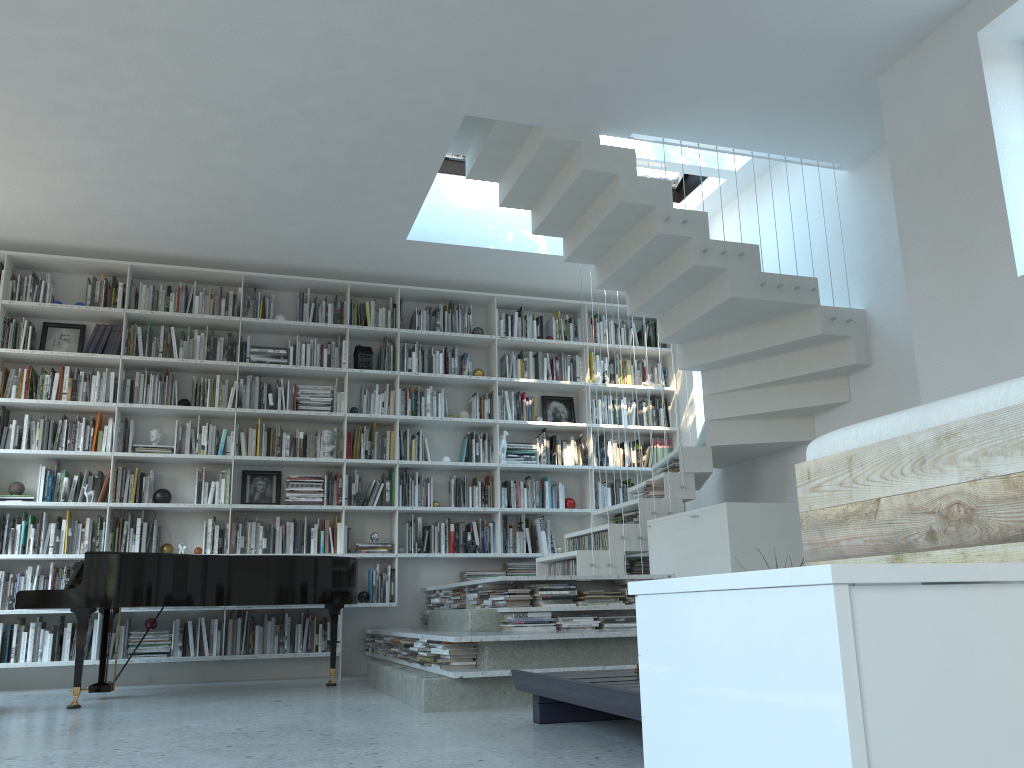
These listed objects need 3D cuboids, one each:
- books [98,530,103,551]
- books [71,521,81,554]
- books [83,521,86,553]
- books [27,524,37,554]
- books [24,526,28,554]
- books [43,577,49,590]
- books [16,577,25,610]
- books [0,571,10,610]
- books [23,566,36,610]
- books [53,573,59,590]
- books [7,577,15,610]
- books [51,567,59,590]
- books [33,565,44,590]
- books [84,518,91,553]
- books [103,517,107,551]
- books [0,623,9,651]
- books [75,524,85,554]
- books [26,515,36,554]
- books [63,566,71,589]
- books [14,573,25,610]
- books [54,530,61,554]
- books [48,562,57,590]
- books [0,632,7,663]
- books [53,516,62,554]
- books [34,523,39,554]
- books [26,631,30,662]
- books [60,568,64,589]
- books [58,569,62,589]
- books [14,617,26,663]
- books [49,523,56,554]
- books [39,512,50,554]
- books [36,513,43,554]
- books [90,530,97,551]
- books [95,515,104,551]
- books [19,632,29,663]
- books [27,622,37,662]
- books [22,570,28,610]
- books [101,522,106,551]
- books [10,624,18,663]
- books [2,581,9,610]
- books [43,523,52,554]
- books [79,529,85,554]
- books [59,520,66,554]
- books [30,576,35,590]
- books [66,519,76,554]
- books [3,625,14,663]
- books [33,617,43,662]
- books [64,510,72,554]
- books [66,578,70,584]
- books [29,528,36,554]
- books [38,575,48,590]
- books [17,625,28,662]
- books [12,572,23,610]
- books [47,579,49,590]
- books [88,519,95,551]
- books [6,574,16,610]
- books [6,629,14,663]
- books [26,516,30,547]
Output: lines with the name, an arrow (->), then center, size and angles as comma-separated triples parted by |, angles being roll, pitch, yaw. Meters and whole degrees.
books -> -3.008, 1.170, 6.505 | 0.023, 0.186, 0.130 | 3, -15, -17
books -> -3.166, 1.124, 6.436 | 0.028, 0.248, 0.159 | 3, -15, -17
books -> -3.105, 1.132, 6.468 | 0.010, 0.245, 0.160 | 3, -15, -17
books -> -3.433, 1.123, 6.347 | 0.015, 0.218, 0.190 | 3, -15, -17
books -> -3.471, 1.131, 6.361 | 0.016, 0.210, 0.146 | 3, -15, -17
books -> -3.315, 1.492, 6.313 | 0.028, 0.224, 0.134 | 3, -15, -17
books -> -3.454, 1.479, 6.259 | 0.028, 0.228, 0.158 | 3, -15, -17
books -> -3.574, 1.454, 6.224 | 0.029, 0.265, 0.172 | 3, -15, -17
books -> -3.420, 1.450, 6.290 | 0.027, 0.298, 0.142 | 3, -15, -17
books -> -3.253, 1.483, 6.341 | 0.029, 0.254, 0.153 | 3, -15, -17
books -> -3.499, 1.477, 6.234 | 0.028, 0.222, 0.189 | 3, -15, -17
books -> -3.268, 1.457, 6.323 | 0.012, 0.294, 0.177 | 3, -15, -17
books -> -3.372, 1.445, 6.288 | 0.039, 0.306, 0.172 | 3, -15, -17
books -> -3.085, 1.119, 6.459 | 0.021, 0.265, 0.186 | 3, -15, -17
books -> -2.975, 1.126, 6.522 | 0.024, 0.279, 0.136 | 3, -15, -17
books -> -3.538, 1.794, 6.147 | 0.023, 0.265, 0.177 | 3, -15, -17
books -> -3.144, 1.139, 6.455 | 0.025, 0.228, 0.153 | 3, -15, -17
books -> -3.442, 1.088, 6.346 | 0.007, 0.285, 0.182 | 3, -15, -17
books -> -3.196, 1.460, 6.349 | 0.013, 0.300, 0.173 | 3, -15, -17
books -> -3.468, 1.464, 6.244 | 0.010, 0.252, 0.178 | 3, -15, -17
books -> -3.260, 1.150, 6.394 | 0.029, 0.181, 0.190 | 3, -15, -17
books -> -3.278, 1.440, 6.315 | 0.014, 0.324, 0.171 | 3, -15, -17
books -> -3.521, 1.828, 6.161 | 0.022, 0.205, 0.159 | 3, -15, -17
books -> -3.284, 1.103, 6.408 | 0.014, 0.281, 0.150 | 3, -15, -17
books -> -3.411, 1.126, 6.386 | 0.016, 0.230, 0.136 | 3, -15, -17
books -> -3.376, 1.837, 6.217 | 0.014, 0.210, 0.146 | 3, -15, -17
books -> -3.214, 1.465, 6.348 | 0.022, 0.290, 0.138 | 3, -15, -17
books -> -3.234, 1.470, 6.353 | 0.013, 0.283, 0.139 | 3, -15, -17
books -> -3.432, 1.783, 6.184 | 0.013, 0.299, 0.184 | 3, -15, -17
books -> -3.304, 1.127, 6.397 | 0.027, 0.229, 0.159 | 3, -15, -17
books -> -3.365, 1.086, 6.386 | 0.012, 0.305, 0.190 | 3, -15, -17
books -> -3.377, 1.085, 6.370 | 0.019, 0.299, 0.180 | 3, -15, -17
books -> -3.048, 1.167, 6.479 | 0.041, 0.181, 0.142 | 3, -15, -17
books -> -3.017, 1.113, 6.481 | 0.014, 0.285, 0.180 | 3, -15, -17
books -> -3.388, 1.833, 6.182 | 0.030, 0.201, 0.168 | 3, -15, -17
books -> -3.348, 1.805, 6.206 | 0.031, 0.265, 0.187 | 3, -15, -17
books -> -3.441, 1.464, 6.288 | 0.013, 0.273, 0.146 | 3, -15, -17
books -> -2.985, 1.139, 6.492 | 0.010, 0.239, 0.175 | 3, -15, -17
books -> -3.455, 1.807, 6.187 | 0.027, 0.256, 0.160 | 3, -15, -17
books -> -3.553, 1.493, 6.244 | 0.025, 0.199, 0.137 | 3, -15, -17
books -> -3.343, 1.129, 6.402 | 0.045, 0.229, 0.138 | 3, -15, -17
books -> -3.122, 1.158, 6.461 | 0.023, 0.193, 0.140 | 3, -15, -17
books -> -3.238, 1.119, 6.421 | 0.026, 0.253, 0.177 | 3, -15, -17
books -> -3.401, 1.484, 6.290 | 0.012, 0.232, 0.149 | 3, -15, -17
books -> -3.191, 1.116, 6.425 | 0.028, 0.260, 0.181 | 3, -15, -17
books -> -3.501, 1.808, 6.177 | 0.022, 0.251, 0.140 | 3, -15, -17
books -> -3.332, 1.792, 6.235 | 0.014, 0.303, 0.140 | 3, -14, -17
books -> -3.218, 1.086, 6.433 | 0.021, 0.322, 0.172 | 3, -15, -17
books -> -3.161, 1.503, 6.352 | 0.059, 0.215, 0.178 | 3, -15, -17
books -> -3.416, 1.137, 6.344 | 0.016, 0.188, 0.184 | 3, -15, -17
books -> -3.345, 1.485, 6.310 | 0.031, 0.238, 0.132 | 3, -15, -17
books -> -3.421, 1.816, 6.202 | 0.022, 0.246, 0.135 | 3, -15, -17
books -> -3.481, 1.462, 6.246 | 0.013, 0.256, 0.190 | 3, -15, -17
books -> -3.295, 1.501, 6.317 | 0.013, 0.208, 0.155 | 3, -15, -17
books -> -3.074, 1.128, 6.480 | 0.013, 0.259, 0.143 | 3, -15, -17
books -> -3.533, 1.472, 6.260 | 0.022, 0.247, 0.134 | 3, -15, -17
books -> -3.477, 1.822, 6.170 | 0.022, 0.220, 0.163 | 3, -15, -17
books -> -3.457, 1.097, 6.364 | 0.009, 0.277, 0.158 | 3, -15, -17
